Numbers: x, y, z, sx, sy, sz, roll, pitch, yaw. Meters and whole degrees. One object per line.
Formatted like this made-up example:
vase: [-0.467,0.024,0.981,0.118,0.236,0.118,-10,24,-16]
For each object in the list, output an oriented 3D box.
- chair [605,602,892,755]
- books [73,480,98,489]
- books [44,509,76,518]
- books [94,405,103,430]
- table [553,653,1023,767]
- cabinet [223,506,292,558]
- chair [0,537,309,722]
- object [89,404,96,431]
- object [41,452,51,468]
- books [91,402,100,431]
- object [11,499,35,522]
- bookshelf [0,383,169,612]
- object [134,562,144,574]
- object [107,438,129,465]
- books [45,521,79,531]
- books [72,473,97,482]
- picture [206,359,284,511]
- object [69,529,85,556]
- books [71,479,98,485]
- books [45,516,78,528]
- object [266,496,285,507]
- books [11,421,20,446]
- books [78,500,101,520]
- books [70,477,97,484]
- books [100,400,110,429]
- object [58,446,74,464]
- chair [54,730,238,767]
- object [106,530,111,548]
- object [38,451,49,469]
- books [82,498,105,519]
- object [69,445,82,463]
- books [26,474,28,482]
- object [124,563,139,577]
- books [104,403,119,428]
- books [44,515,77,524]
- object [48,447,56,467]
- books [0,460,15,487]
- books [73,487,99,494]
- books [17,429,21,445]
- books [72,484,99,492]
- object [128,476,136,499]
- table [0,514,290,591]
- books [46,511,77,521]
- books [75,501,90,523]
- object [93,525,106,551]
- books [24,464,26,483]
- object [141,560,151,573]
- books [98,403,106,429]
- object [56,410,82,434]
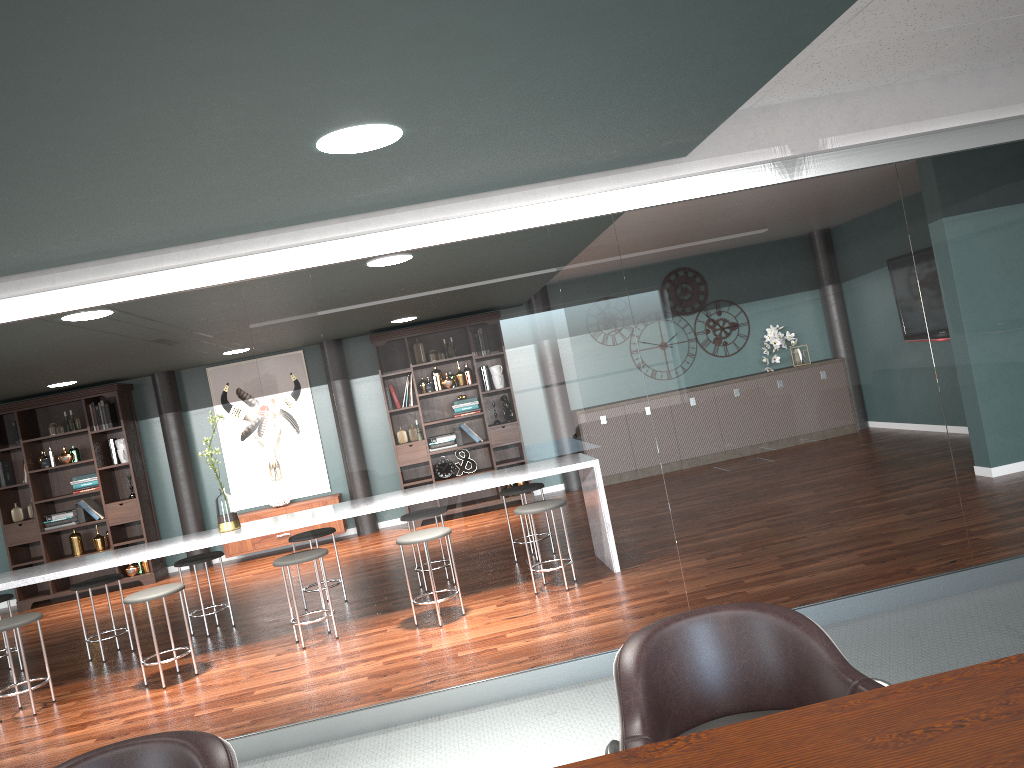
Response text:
chair: [0.464,0.817,1.533,0.535,0.761,0.518,-11,0,0]
books: [-4.191,0.988,8.800,0.248,0.042,0.194,-11,0,-6]
books: [-4.437,1.269,8.746,0.268,0.016,0.205,-11,0,-6]
books: [-4.069,0.334,8.812,0.042,0.248,0.194,-11,0,-6]
table: [-2.047,1.348,0.398,6.694,0.706,1.374,-11,0,-6]
cabinet: [-2.329,1.443,9.088,1.200,0.379,0.368,-11,0,-6]
chair: [-1.628,1.335,5.538,4.029,0.512,1.479,-11,0,-6]
object: [-4.128,0.334,8.807,0.016,0.268,0.205,-11,0,-6]
object: [-4.563,0.742,8.682,0.079,0.161,0.080,-11,0,-32]
books: [-4.108,0.321,8.809,0.027,0.286,0.184,-11,0,-6]
object: [-4.777,1.222,8.725,0.250,0.221,0.186,-11,0,-8]
bookshelf: [-4.323,1.095,8.796,1.339,1.984,0.482,-11,0,-6]
object: [-3.719,1.801,8.850,0.099,0.169,0.099,-11,0,-32]
object: [-3.905,0.663,8.855,0.268,0.262,0.137,-11,0,34]
books: [-4.422,1.392,8.746,0.286,0.027,0.184,-11,0,-6]
books: [-4.202,0.915,8.800,0.248,0.042,0.194,-11,0,-6]
picture: [-2.537,0.482,9.255,1.002,1.512,0.031,-11,0,-6]
object: [-4.308,1.564,8.772,0.114,0.251,0.114,-11,0,20]
books: [-4.197,0.959,8.801,0.268,0.016,0.205,-11,0,-6]
books: [-4.432,1.358,8.745,0.248,0.042,0.194,-11,0,-6]
object: [-2.384,1.203,9.103,0.245,0.112,0.261,-11,0,2]
books: [-4.845,0.488,8.732,0.042,0.248,0.194,-11,0,-6]
books: [-4.153,1.240,8.778,0.176,0.227,0.194,-11,0,-6]
books: [-4.202,0.945,8.794,0.268,0.016,0.205,-11,0,-6]
books: [-4.021,0.304,8.818,0.027,0.286,0.184,-11,0,-6]
object: [-4.370,0.696,8.677,0.144,0.175,0.073,-11,0,-4]
chair: [-0.621,1.032,1.413,0.533,0.761,0.523,-11,0,-24]
object: [-3.997,1.517,8.845,0.092,0.222,0.092,-11,0,28]
object: [-4.628,0.748,8.769,0.105,0.172,0.105,-11,0,-10]
books: [-4.120,1.232,8.782,0.166,0.228,0.205,-11,0,-6]
object: [-4.342,0.693,8.803,0.099,0.169,0.099,-11,0,-32]
books: [-4.744,0.797,8.732,0.062,0.322,0.197,-11,0,-6]
object: [-3.747,1.804,8.724,0.144,0.175,0.073,-11,0,-4]
books: [-3.983,0.317,8.821,0.042,0.248,0.194,-11,0,-6]
books: [-4.438,1.329,8.745,0.268,0.016,0.205,-11,0,-6]
object: [-4.495,0.713,8.660,0.040,0.191,0.040,-11,0,3]
books: [-4.976,0.882,8.714,0.042,0.248,0.194,-11,0,-6]
books: [-4.180,1.045,8.801,0.268,0.016,0.205,-11,0,-6]
books: [-4.801,0.479,8.737,0.042,0.248,0.194,-11,0,-6]
books: [-4.182,1.023,8.802,0.286,0.027,0.184,-11,0,-6]
object: [-3.779,1.022,8.802,0.077,0.228,0.077,-11,0,-23]
table: [-1.670,1.247,5.476,4.577,0.699,0.609,-11,0,-6]
books: [-4.421,1.296,8.747,0.248,0.042,0.194,-11,0,-6]
books: [-4.276,1.268,8.833,0.063,0.214,0.139,-11,0,-6]
object: [-4.074,1.515,8.743,0.108,0.256,0.108,-11,0,28]
books: [-4.752,0.805,8.734,0.063,0.309,0.210,-11,0,-6]
object: [-3.625,1.738,8.785,0.108,0.256,0.108,-11,0,28]
books: [-4.043,0.317,8.815,0.016,0.268,0.205,-11,0,-6]
object: [-4.393,0.371,8.777,0.196,0.221,0.184,-11,0,-6]
